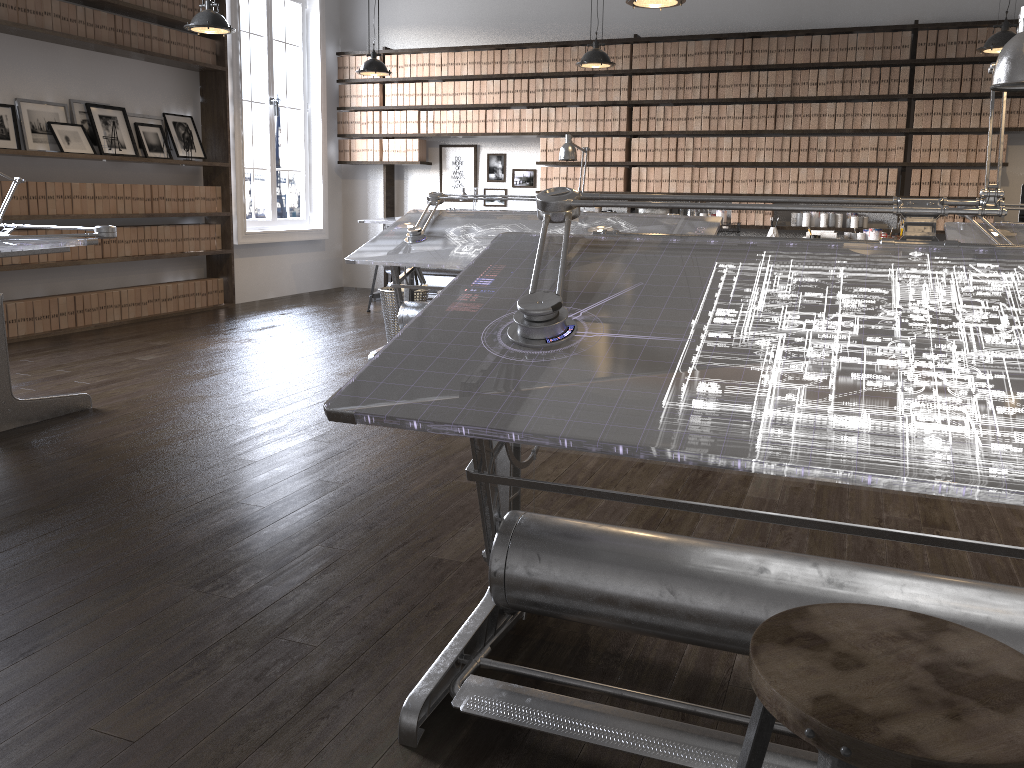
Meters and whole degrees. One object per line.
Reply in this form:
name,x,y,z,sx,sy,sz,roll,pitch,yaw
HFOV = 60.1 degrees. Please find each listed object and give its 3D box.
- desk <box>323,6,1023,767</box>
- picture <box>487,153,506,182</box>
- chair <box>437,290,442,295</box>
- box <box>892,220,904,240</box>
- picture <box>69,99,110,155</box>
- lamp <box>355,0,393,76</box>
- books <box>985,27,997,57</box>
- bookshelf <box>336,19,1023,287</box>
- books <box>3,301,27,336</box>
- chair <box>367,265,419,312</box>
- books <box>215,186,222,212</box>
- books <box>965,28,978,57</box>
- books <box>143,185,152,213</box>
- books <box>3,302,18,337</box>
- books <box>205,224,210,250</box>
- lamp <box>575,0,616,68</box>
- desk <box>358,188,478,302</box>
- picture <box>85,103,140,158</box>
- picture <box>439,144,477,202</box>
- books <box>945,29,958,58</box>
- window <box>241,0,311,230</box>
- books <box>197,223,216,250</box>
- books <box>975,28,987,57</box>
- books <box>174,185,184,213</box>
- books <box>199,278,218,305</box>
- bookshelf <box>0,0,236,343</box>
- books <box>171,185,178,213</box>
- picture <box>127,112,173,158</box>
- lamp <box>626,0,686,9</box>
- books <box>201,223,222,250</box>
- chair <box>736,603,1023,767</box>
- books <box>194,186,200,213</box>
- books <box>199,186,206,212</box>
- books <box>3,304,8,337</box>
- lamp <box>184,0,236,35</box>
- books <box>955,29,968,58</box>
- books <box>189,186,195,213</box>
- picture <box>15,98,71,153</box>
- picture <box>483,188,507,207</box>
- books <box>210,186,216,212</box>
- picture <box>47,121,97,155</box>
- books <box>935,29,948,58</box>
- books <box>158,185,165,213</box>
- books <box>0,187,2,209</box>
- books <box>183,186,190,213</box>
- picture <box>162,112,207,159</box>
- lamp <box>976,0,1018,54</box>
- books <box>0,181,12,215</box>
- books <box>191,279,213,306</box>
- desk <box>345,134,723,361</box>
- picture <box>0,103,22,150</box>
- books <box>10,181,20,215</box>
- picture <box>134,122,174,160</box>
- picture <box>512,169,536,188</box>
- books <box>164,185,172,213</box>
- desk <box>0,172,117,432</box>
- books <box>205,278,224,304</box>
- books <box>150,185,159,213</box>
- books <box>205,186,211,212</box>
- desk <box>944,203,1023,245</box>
desk,0.810,-0.028,1.711,2.071,1.375,1.084,5,11,21
picture,-0.156,-2.169,8.888,0.201,0.282,0.022,5,10,20
chair,-0.233,-0.216,4.606,0.358,0.523,0.375,1,10,-1
box,3.211,-1.227,7.215,0.212,0.205,0.138,5,11,21
picture,-3.122,-1.905,6.627,0.091,0.402,0.372,5,11,21
lamp,-1.152,-3.735,7.346,0.311,2.234,0.315,1,9,1
books,3.802,-2.708,7.053,0.067,0.223,0.176,5,11,21
bookshelf,2.514,-1.484,7.843,9.189,3.181,0.376,5,10,21
books,-3.389,-0.446,6.005,0.175,0.224,0.067,5,10,21
chair,-1.011,-0.881,7.694,0.372,0.523,0.360,7,11,29
books,-2.634,-1.616,7.753,0.175,0.224,0.067,5,10,21
books,3.678,-2.720,7.101,0.067,0.224,0.176,5,11,21
books,-2.941,-1.461,6.990,0.175,0.224,0.067,5,10,21
books,-3.414,-0.433,5.937,0.175,0.224,0.067,5,10,21
books,-2.703,-1.271,7.657,0.175,0.224,0.067,5,10,21
lamp,0.664,-3.558,6.657,0.311,2.234,0.315,1,9,1
desk,-0.669,-1.358,8.583,1.270,1.089,1.079,5,11,21
picture,-3.028,-1.917,6.725,0.149,0.388,0.376,5,11,21
picture,-0.549,-2.149,9.036,0.415,0.570,0.040,5,10,21
books,3.544,-2.732,7.148,0.067,0.224,0.176,5,11,21
window,-2.290,-2.601,8.387,0.153,2.290,1.254,4,10,21
books,-2.678,-1.284,7.722,0.174,0.224,0.067,5,10,21
books,3.738,-2.713,7.072,0.067,0.224,0.176,5,11,21
books,-2.809,-1.529,7.323,0.175,0.224,0.067,5,10,21
books,-2.684,-0.813,7.803,0.175,0.224,0.067,5,10,21
bookshelf,-3.092,-1.597,6.675,0.413,3.692,2.491,4,11,21
books,-2.835,-1.515,7.258,0.174,0.224,0.067,5,10,21
picture,-2.924,-1.983,7.126,0.095,0.358,0.437,5,11,21
lamp,0.767,-3.088,4.436,0.312,2.234,0.314,9,12,41
books,-2.648,-1.297,7.786,0.174,0.224,0.067,5,10,21
chair,0.409,0.560,0.979,0.358,0.523,0.375,1,10,-1
books,-2.735,-1.565,7.504,0.175,0.224,0.067,5,10,21
books,-2.709,-1.578,7.564,0.175,0.224,0.067,5,10,21
books,-3.443,-0.420,5.874,0.175,0.224,0.067,5,10,21
lamp,-1.901,-3.350,5.456,0.311,2.234,0.315,1,9,1
books,3.612,-2.727,7.127,0.067,0.224,0.176,5,11,21
books,-2.759,-1.554,7.446,0.175,0.224,0.067,5,10,21
picture,-3.275,-1.804,6.233,0.083,0.362,0.418,5,11,21
picture,-0.170,-1.882,8.937,0.251,0.182,0.023,5,10,21
books,-2.664,-1.605,7.695,0.174,0.224,0.067,5,10,21
picture,-3.152,-1.756,6.353,0.145,0.227,0.302,5,12,21
books,3.480,-2.740,7.178,0.067,0.224,0.176,5,11,21
books,-2.887,-1.489,7.127,0.175,0.224,0.067,5,10,21
books,-3.416,-1.211,5.765,0.175,0.224,0.067,5,10,21
books,-2.779,-1.541,7.383,0.175,0.224,0.067,5,10,21
picture,-2.757,-2.087,7.466,0.161,0.361,0.345,5,11,21
lamp,3.259,-3.303,5.666,0.314,2.234,0.312,-8,13,-44
books,-3.390,-1.224,5.832,0.175,0.224,0.067,5,10,21
books,-2.706,-0.799,7.733,0.175,0.224,0.067,5,10,21
desk,0.066,-0.814,5.373,2.283,1.375,1.084,5,11,21
picture,-3.421,-1.715,5.916,0.058,0.312,0.269,5,11,21
books,-3.371,-1.237,5.892,0.175,0.224,0.067,5,10,21
picture,-2.882,-1.948,7.128,0.127,0.288,0.292,5,11,21
picture,0.120,-2.042,8.797,0.251,0.182,0.023,5,10,21
books,-2.857,-1.502,7.191,0.174,0.224,0.067,5,10,21
desk,-2.561,-0.456,3.929,1.270,1.179,1.180,5,11,21
books,-2.655,-0.827,7.872,0.175,0.224,0.067,5,10,21
books,-2.909,-1.474,7.056,0.175,0.224,0.067,5,10,21
books,-2.687,-1.591,7.630,0.175,0.224,0.067,5,10,21
desk,3.189,-0.507,4.180,2.071,1.375,1.084,5,11,21
